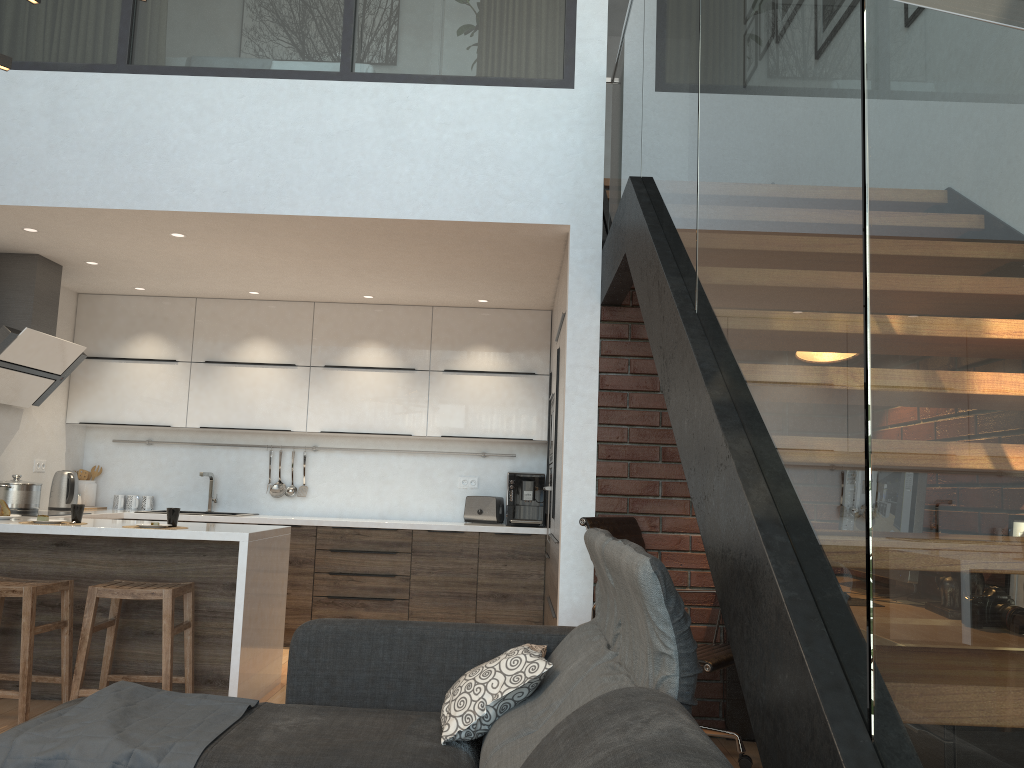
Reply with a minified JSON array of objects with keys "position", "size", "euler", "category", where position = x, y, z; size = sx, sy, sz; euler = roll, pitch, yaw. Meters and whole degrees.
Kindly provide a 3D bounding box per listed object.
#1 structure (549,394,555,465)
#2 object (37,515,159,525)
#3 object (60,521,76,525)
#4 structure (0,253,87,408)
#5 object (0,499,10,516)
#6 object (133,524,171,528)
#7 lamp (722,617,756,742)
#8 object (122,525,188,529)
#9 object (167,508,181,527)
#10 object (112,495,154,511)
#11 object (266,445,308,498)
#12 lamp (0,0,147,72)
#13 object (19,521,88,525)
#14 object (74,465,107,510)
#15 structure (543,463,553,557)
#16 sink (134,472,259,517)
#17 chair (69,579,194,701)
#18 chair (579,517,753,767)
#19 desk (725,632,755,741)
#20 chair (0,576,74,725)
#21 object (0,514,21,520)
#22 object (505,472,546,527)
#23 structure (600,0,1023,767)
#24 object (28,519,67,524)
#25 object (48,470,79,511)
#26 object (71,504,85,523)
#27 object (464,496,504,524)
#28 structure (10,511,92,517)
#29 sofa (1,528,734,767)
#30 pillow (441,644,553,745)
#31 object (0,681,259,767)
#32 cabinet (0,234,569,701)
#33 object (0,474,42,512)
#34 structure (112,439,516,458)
[{"position":[0.485,0.311,5.715],"size":[0.459,0.430,0.595],"euler":[2,-7,0],"category":"structure"},{"position":[-2.017,0.667,4.323],"size":[0.597,0.039,0.064],"euler":[3,-7,-3],"category":"object"},{"position":[-2.170,0.679,4.334],"size":[0.025,0.011,0.126],"euler":[2,-7,4],"category":"object"},{"position":[-2.967,-0.377,5.428],"size":[0.407,0.998,0.898],"euler":[2,-7,0],"category":"structure"},{"position":[-2.683,0.646,4.581],"size":[0.155,0.101,0.161],"euler":[3,-7,-4],"category":"object"},{"position":[-1.746,0.690,4.312],"size":[0.176,0.014,0.176],"euler":[2,-7,5],"category":"object"},{"position":[1.348,0.590,3.716],"size":[0.462,2.003,1.054],"euler":[4,-7,-16],"category":"lamp"},{"position":[-1.750,0.704,4.353],"size":[0.304,0.002,0.304],"euler":[-2,-8,32],"category":"object"},{"position":[-1.692,0.666,4.425],"size":[0.066,0.093,0.066],"euler":[6,-8,-26],"category":"object"},{"position":[-2.782,0.871,6.514],"size":[0.297,0.105,0.112],"euler":[2,-7,2],"category":"object"},{"position":[-1.666,0.651,6.569],"size":[0.320,0.389,0.069],"euler":[2,-7,2],"category":"object"},{"position":[-1.252,-2.545,1.972],"size":[1.200,3.645,0.831],"euler":[1,-7,10],"category":"lamp"},{"position":[-2.267,0.688,4.387],"size":[0.305,0.002,0.305],"euler":[6,-8,-30],"category":"object"},{"position":[-3.093,0.741,6.409],"size":[0.221,0.316,0.330],"euler":[2,-7,0],"category":"object"},{"position":[0.448,0.807,5.655],"size":[0.495,0.570,0.595],"euler":[2,-7,0],"category":"structure"},{"position":[-2.210,0.884,6.273],"size":[0.706,0.518,0.512],"euler":[2,-7,0],"category":"sink"},{"position":[-1.725,1.228,4.089],"size":[0.450,0.600,0.350],"euler":[2,-7,-2],"category":"chair"},{"position":[0.662,1.080,3.781],"size":[0.700,0.991,0.651],"euler":[-3,-8,34],"category":"chair"},{"position":[1.258,1.135,3.023],"size":[0.610,0.750,2.182],"euler":[2,-7,0],"category":"desk"},{"position":[-2.279,1.199,4.015],"size":[0.450,0.600,0.350],"euler":[1,-7,5],"category":"chair"},{"position":[-2.674,0.684,4.565],"size":[0.261,0.021,0.261],"euler":[3,-7,-5],"category":"object"},{"position":[0.098,0.816,6.299],"size":[0.274,0.378,0.532],"euler":[2,-7,0],"category":"object"},{"position":[1.051,-0.020,2.886],"size":[1.289,3.460,5.660],"euler":[2,-7,0],"category":"structure"},{"position":[-2.280,0.675,4.351],"size":[0.176,0.014,0.176],"euler":[3,-7,-10],"category":"object"},{"position":[-3.025,0.716,5.984],"size":[0.179,0.270,0.220],"euler":[4,-7,-12],"category":"object"},{"position":[-2.187,0.652,4.459],"size":[0.066,0.093,0.066],"euler":[-3,-8,36],"category":"object"},{"position":[-0.202,0.912,6.439],"size":[0.260,0.195,0.177],"euler":[0,-7,21],"category":"object"},{"position":[-2.923,0.769,5.286],"size":[0.550,0.006,0.609],"euler":[2,-7,0],"category":"structure"},{"position":[-0.695,0.747,1.394],"size":[2.108,0.995,3.169],"euler":[2,-7,1],"category":"sofa"},{"position":[-0.090,0.724,1.502],"size":[0.386,0.364,2.734],"euler":[2,-7,4],"category":"pillow"},{"position":[-1.035,1.057,2.381],"size":[0.548,0.369,0.685],"euler":[1,-7,8],"category":"object"},{"position":[-1.456,0.489,5.416],"size":[3.495,2.401,2.401],"euler":[2,-7,0],"category":"cabinet"},{"position":[-3.046,0.667,5.435],"size":[0.288,0.223,0.315],"euler":[-4,-9,41],"category":"object"},{"position":[-1.470,0.479,6.597],"size":[3.000,0.045,0.050],"euler":[2,-7,0],"category":"structure"}]
